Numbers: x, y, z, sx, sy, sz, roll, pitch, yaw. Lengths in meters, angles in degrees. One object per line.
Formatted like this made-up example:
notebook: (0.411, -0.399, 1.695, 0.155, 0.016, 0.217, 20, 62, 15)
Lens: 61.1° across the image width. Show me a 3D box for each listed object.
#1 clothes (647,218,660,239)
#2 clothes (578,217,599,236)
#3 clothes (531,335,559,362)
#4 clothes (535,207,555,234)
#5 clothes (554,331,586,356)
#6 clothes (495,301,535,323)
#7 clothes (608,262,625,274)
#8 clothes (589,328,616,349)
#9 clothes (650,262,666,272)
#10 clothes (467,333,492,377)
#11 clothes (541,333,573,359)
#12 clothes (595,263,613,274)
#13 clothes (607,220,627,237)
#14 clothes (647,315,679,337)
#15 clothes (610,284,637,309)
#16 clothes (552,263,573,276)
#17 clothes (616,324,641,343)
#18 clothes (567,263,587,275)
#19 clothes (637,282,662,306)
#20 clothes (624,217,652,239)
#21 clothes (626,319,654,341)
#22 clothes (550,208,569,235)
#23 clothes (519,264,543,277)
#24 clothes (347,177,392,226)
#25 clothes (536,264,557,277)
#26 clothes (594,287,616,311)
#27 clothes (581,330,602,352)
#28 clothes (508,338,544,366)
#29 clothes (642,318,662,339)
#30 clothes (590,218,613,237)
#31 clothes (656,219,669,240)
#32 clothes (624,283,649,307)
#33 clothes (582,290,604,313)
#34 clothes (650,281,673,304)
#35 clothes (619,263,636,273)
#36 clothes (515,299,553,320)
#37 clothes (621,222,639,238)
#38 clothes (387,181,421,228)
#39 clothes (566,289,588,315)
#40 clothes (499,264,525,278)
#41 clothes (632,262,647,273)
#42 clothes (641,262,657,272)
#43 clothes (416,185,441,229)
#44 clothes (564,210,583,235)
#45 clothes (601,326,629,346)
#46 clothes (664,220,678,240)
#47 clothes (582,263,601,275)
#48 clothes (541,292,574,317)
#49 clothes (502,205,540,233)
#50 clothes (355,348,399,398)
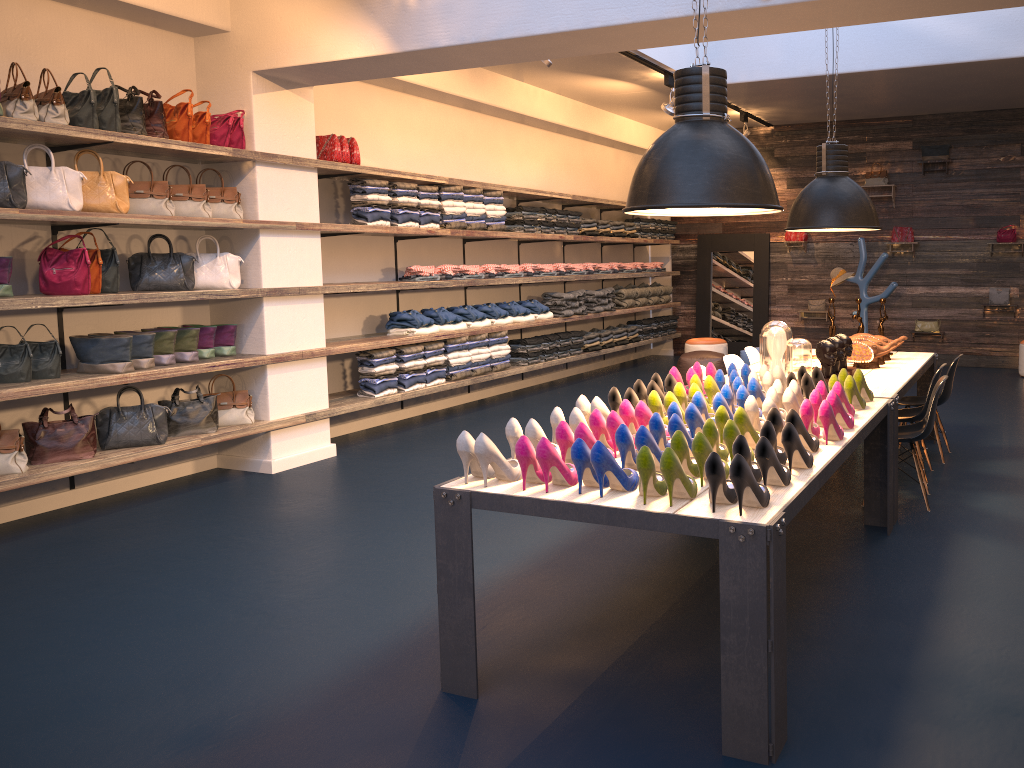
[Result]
clothes: (1.961, -2.257, 12.644, 0.349, 0.297, 0.338, 1, 7, 17)
clothes: (0.857, -1.980, 10.907, 0.383, 0.250, 0.377, 5, 9, 38)
clothes: (0.326, -0.411, 9.931, 0.349, 0.297, 0.338, 1, 7, 17)
clothes: (0.280, -1.844, 9.820, 0.349, 0.297, 0.338, 1, 7, 17)
clothes: (0.684, -0.499, 10.533, 0.326, 0.297, 0.332, 4, 8, 35)
clothes: (-0.014, -0.797, 9.551, 0.390, 0.239, 0.467, 6, 10, 44)
clothes: (1.345, -1.572, 11.786, 0.301, 0.154, 0.375, 2, 8, 23)
clothes: (1.121, -0.601, 11.381, 0.390, 0.250, 0.371, 3, 8, 26)
clothes: (2.157, -1.772, 13.150, 0.301, 0.154, 0.375, 2, 8, 23)
clothes: (-0.394, -0.307, 8.739, 0.248, 0.453, 0.362, 4, 7, 41)
clothes: (0.505, -0.455, 10.231, 0.329, 0.297, 0.328, 3, 7, 28)
clothes: (1.143, -1.522, 11.488, 0.345, 0.158, 0.324, -7, 10, -40)
clothes: (1.302, -2.089, 11.655, 0.383, 0.250, 0.377, 5, 9, 38)
clothes: (2.276, -0.891, 13.211, 0.340, 0.297, 0.696, 3, 8, 31)
clothes: (1.517, -1.216, 11.998, 0.312, 0.340, 0.425, 3, 8, 35)
clothes: (0.546, -1.376, 10.444, 0.301, 0.154, 0.375, 2, 8, 23)
clothes: (1.567, -0.710, 12.129, 0.390, 0.250, 0.371, 3, 8, 26)
clothes: (0.748, -1.425, 10.825, 0.345, 0.158, 0.324, -7, 10, -40)
clothes: (2.001, -1.334, 12.810, 0.312, 0.340, 0.425, 3, 8, 35)
clothes: (1.791, -2.212, 12.339, 0.344, 0.297, 0.352, 3, 8, 31)
clothes: (1.838, -0.780, 12.450, 0.344, 0.297, 0.352, 3, 8, 31)
clothes: (0.458, -1.888, 10.121, 0.329, 0.297, 0.328, 3, 7, 28)
clothes: (0.151, -1.279, 9.780, 0.301, 0.154, 0.375, 2, 8, 23)
clothes: (-1.203, -1.537, 7.363, 0.235, 0.409, 0.345, 3, 7, 35)
clothes: (0.343, -1.326, 10.146, 0.345, 0.158, 0.324, -7, 10, -40)
clothes: (1.166, -1.104, 11.360, 0.373, 0.316, 0.376, 1, 7, 15)
clothes: (0.903, -0.547, 11.017, 0.383, 0.250, 0.377, 5, 9, 38)
clothes: (0.156, -0.367, 9.626, 0.344, 0.297, 0.352, 3, 8, 31)
clothes: (2.008, -0.824, 12.755, 0.349, 0.297, 0.338, 1, 7, 17)
clothes: (1.075, -2.033, 11.271, 0.390, 0.250, 0.371, 3, 8, 26)
clothes: (2.140, -2.301, 12.945, 0.329, 0.297, 0.328, 3, 7, 28)
clothes: (1.759, -1.275, 12.404, 0.312, 0.340, 0.425, 3, 8, 35)
clothes: (0.967, -1.046, 11.008, 0.356, 0.301, 0.370, 1, 7, 16)
clothes: (2.242, -1.394, 13.216, 0.312, 0.340, 0.425, 3, 8, 35)
clothes: (1.560, -1.625, 12.189, 0.345, 0.158, 0.324, -7, 10, -40)
clothes: (0.207, -0.851, 9.920, 0.397, 0.239, 0.460, 3, 8, 28)
clothes: (1.520, -2.143, 12.019, 0.390, 0.250, 0.371, 3, 8, 26)
clothes: (-0.990, -1.583, 7.673, 0.235, 0.409, 0.345, 3, 7, 35)
clothes: (0.733, -0.998, 10.633, 0.373, 0.316, 0.376, 1, 7, 15)
clothes: (-0.052, -1.229, 9.483, 0.345, 0.158, 0.324, -7, 10, -40)
clothes: (1.762, -1.675, 12.487, 0.301, 0.154, 0.375, 2, 8, 23)
clothes: (1.955, -1.722, 12.852, 0.345, 0.158, 0.324, -7, 10, -40)
clothes: (-0.831, -1.628, 7.987, 0.235, 0.409, 0.345, 3, 7, 35)
clothes: (0.638, -1.932, 10.423, 0.326, 0.297, 0.332, 4, 8, 35)
clothes: (1.348, -0.657, 11.765, 0.383, 0.250, 0.377, 5, 9, 38)
clothes: (2.319, -2.345, 13.247, 0.326, 0.297, 0.332, 4, 8, 35)
clothes: (0.950, -1.475, 11.123, 0.301, 0.154, 0.375, 2, 8, 23)
clothes: (0.535, -0.939, 10.282, 0.356, 0.301, 0.370, 1, 7, 16)
clothes: (0.110, -1.799, 9.516, 0.344, 0.297, 0.352, 3, 8, 31)
clothes: (-1.156, -0.105, 7.473, 0.235, 0.409, 0.345, 3, 7, 35)
